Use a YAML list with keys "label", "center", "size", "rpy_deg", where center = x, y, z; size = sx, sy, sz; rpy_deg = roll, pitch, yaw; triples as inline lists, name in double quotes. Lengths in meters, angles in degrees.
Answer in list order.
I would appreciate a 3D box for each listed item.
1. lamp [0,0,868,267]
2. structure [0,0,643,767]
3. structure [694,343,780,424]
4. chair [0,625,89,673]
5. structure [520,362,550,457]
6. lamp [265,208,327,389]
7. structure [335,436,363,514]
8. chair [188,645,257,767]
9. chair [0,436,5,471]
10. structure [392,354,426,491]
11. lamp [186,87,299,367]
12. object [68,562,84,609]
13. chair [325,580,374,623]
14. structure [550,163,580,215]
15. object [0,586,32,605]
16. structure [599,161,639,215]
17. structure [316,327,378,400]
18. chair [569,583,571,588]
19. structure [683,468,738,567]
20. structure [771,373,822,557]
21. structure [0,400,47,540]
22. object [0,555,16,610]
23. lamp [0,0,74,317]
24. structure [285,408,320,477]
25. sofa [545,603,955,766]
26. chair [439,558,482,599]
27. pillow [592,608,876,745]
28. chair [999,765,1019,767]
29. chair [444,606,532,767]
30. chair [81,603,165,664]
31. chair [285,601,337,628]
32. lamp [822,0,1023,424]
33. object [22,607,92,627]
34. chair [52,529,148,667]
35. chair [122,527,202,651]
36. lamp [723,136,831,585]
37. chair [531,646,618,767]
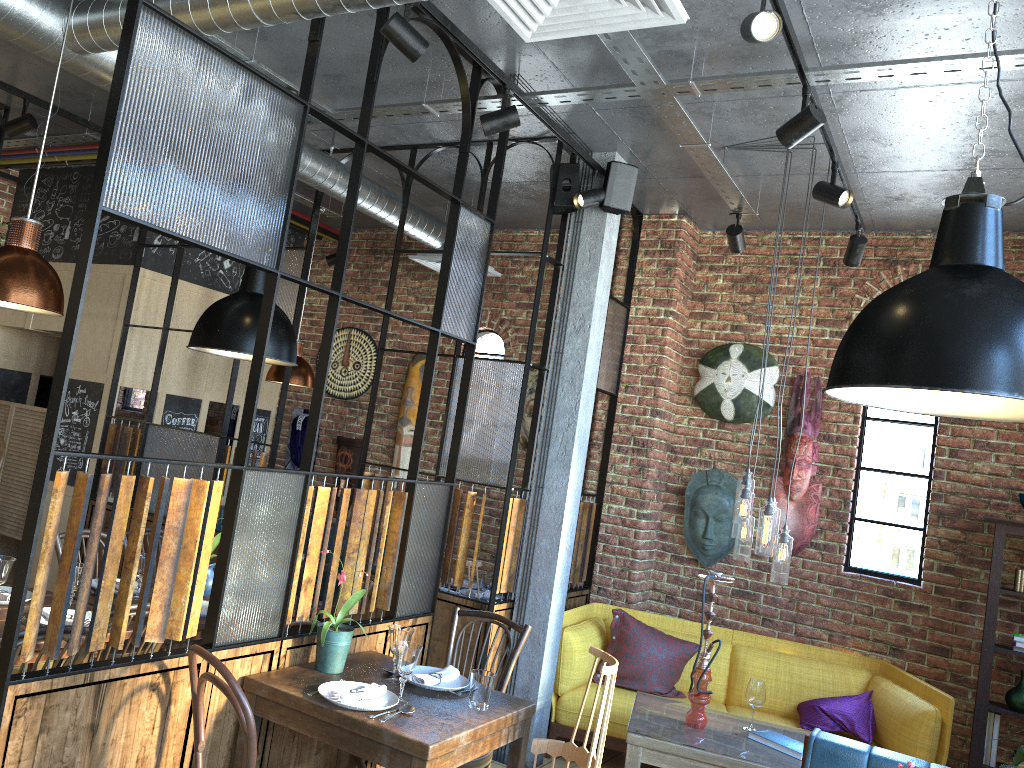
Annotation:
- label: "lamp"
  center: [-2.115, -1.484, 3.976]
  size: [6.535, 0.274, 6.913]
  rpy_deg: [6, -5, 30]
- label: "structure"
  center: [-2.807, -0.193, 3.827]
  size: [6.179, 3.329, 5.704]
  rpy_deg: [8, -5, 13]
- label: "structure"
  center: [1.448, -0.008, 5.715]
  size: [0.554, 0.521, 0.141]
  rpy_deg: [6, -6, 31]
- label: "chair"
  center: [-1.603, 1.120, 2.636]
  size: [0.545, 0.916, 0.386]
  rpy_deg: [5, -6, 34]
- label: "structure"
  center: [0.266, 0.196, 6.374]
  size: [0.615, 0.727, 0.121]
  rpy_deg: [6, -6, 30]
- label: "lamp"
  center: [-1.538, -0.653, 6.552]
  size: [0.381, 1.336, 0.355]
  rpy_deg: [6, -5, 22]
- label: "structure"
  center: [-1.370, 0.765, 7.218]
  size: [0.271, 0.656, 0.153]
  rpy_deg: [6, -6, 30]
- label: "chair"
  center: [-0.763, 1.253, 2.642]
  size: [0.524, 0.921, 0.458]
  rpy_deg: [12, -6, -38]
- label: "chair"
  center: [-3.663, 0.907, 5.777]
  size: [0.456, 1.196, 0.392]
  rpy_deg: [5, -6, 39]
- label: "structure"
  center: [-0.824, 0.294, 6.991]
  size: [0.242, 1.121, 0.089]
  rpy_deg: [6, -6, 30]
- label: "lamp"
  center: [-1.191, -0.782, 4.275]
  size: [0.555, 1.327, 0.503]
  rpy_deg: [4, -7, 42]
- label: "object"
  center: [-1.712, 0.799, 3.433]
  size: [0.094, 0.192, 0.103]
  rpy_deg: [13, -6, -40]
- label: "chair"
  center: [-1.003, 1.327, 4.069]
  size: [0.535, 0.916, 0.394]
  rpy_deg: [7, -5, 15]
- label: "structure"
  center: [0.288, -1.077, 4.878]
  size: [0.186, 0.268, 0.164]
  rpy_deg: [8, -5, 3]
- label: "object"
  center: [-2.037, 0.823, 3.468]
  size: [0.282, 0.051, 0.310]
  rpy_deg: [6, -5, 33]
- label: "structure"
  center: [0.556, -1.047, 4.714]
  size: [0.161, 0.268, 0.190]
  rpy_deg: [10, -5, -20]
- label: "structure"
  center: [-1.401, -0.176, 7.429]
  size: [0.690, 0.620, 0.076]
  rpy_deg: [6, -6, 29]
- label: "chair"
  center: [0.128, 1.651, 5.929]
  size: [0.524, 0.921, 0.458]
  rpy_deg: [12, -6, -38]
- label: "structure"
  center: [1.277, 0.858, 5.659]
  size: [0.383, 0.640, 0.099]
  rpy_deg: [6, -6, 32]
- label: "structure"
  center: [1.789, 0.507, 5.484]
  size: [0.222, 1.147, 0.231]
  rpy_deg: [10, -5, -15]
- label: "structure"
  center: [-4.218, 0.422, 4.629]
  size: [1.279, 0.995, 4.956]
  rpy_deg: [9, -4, 2]
- label: "object"
  center: [-1.949, 0.755, 3.337]
  size: [0.096, 0.192, 0.100]
  rpy_deg: [10, -5, -13]
- label: "lamp"
  center: [-1.725, -0.941, 3.261]
  size: [0.371, 1.336, 0.366]
  rpy_deg: [8, -5, 2]
- label: "structure"
  center: [-1.807, 0.490, 7.536]
  size: [0.338, 0.560, 0.109]
  rpy_deg: [6, -6, 31]
- label: "sofa"
  center: [1.214, 1.825, 4.938]
  size: [2.046, 0.763, 0.769]
  rpy_deg: [8, -5, 16]
- label: "chair"
  center: [-0.346, 1.461, 4.932]
  size: [0.551, 1.006, 0.438]
  rpy_deg: [7, -5, 17]
- label: "pillow"
  center: [1.245, 1.631, 4.994]
  size: [1.542, 0.454, 0.387]
  rpy_deg: [7, -5, 19]
- label: "chair"
  center: [1.933, 1.627, 3.141]
  size: [0.771, 1.098, 1.078]
  rpy_deg: [12, -6, -36]
- label: "chair"
  center: [-0.240, 1.406, 3.539]
  size: [0.421, 0.916, 0.501]
  rpy_deg: [6, -5, 24]
- label: "chair"
  center: [-1.521, 1.169, 3.085]
  size: [0.545, 0.916, 0.386]
  rpy_deg: [5, -6, 34]
- label: "chair"
  center: [-1.038, 1.284, 3.581]
  size: [0.417, 0.921, 0.576]
  rpy_deg: [13, -7, -43]
- label: "lamp"
  center: [1.074, -0.604, 2.014]
  size: [0.503, 1.327, 0.554]
  rpy_deg: [13, -7, -43]
- label: "object"
  center: [-1.642, 0.871, 3.290]
  size: [0.282, 0.051, 0.310]
  rpy_deg: [6, -5, 33]
- label: "chair"
  center: [-1.941, 1.186, 4.152]
  size: [0.544, 0.916, 0.388]
  rpy_deg: [6, -6, 30]
- label: "chair"
  center: [-1.800, 1.238, 4.528]
  size: [0.545, 0.916, 0.386]
  rpy_deg: [5, -6, 34]
- label: "lamp"
  center: [1.190, -0.146, 4.299]
  size: [0.276, 2.121, 0.525]
  rpy_deg: [12, -6, -36]
- label: "chair"
  center: [0.062, 1.362, 2.845]
  size: [0.453, 1.006, 0.533]
  rpy_deg: [8, -5, 1]
